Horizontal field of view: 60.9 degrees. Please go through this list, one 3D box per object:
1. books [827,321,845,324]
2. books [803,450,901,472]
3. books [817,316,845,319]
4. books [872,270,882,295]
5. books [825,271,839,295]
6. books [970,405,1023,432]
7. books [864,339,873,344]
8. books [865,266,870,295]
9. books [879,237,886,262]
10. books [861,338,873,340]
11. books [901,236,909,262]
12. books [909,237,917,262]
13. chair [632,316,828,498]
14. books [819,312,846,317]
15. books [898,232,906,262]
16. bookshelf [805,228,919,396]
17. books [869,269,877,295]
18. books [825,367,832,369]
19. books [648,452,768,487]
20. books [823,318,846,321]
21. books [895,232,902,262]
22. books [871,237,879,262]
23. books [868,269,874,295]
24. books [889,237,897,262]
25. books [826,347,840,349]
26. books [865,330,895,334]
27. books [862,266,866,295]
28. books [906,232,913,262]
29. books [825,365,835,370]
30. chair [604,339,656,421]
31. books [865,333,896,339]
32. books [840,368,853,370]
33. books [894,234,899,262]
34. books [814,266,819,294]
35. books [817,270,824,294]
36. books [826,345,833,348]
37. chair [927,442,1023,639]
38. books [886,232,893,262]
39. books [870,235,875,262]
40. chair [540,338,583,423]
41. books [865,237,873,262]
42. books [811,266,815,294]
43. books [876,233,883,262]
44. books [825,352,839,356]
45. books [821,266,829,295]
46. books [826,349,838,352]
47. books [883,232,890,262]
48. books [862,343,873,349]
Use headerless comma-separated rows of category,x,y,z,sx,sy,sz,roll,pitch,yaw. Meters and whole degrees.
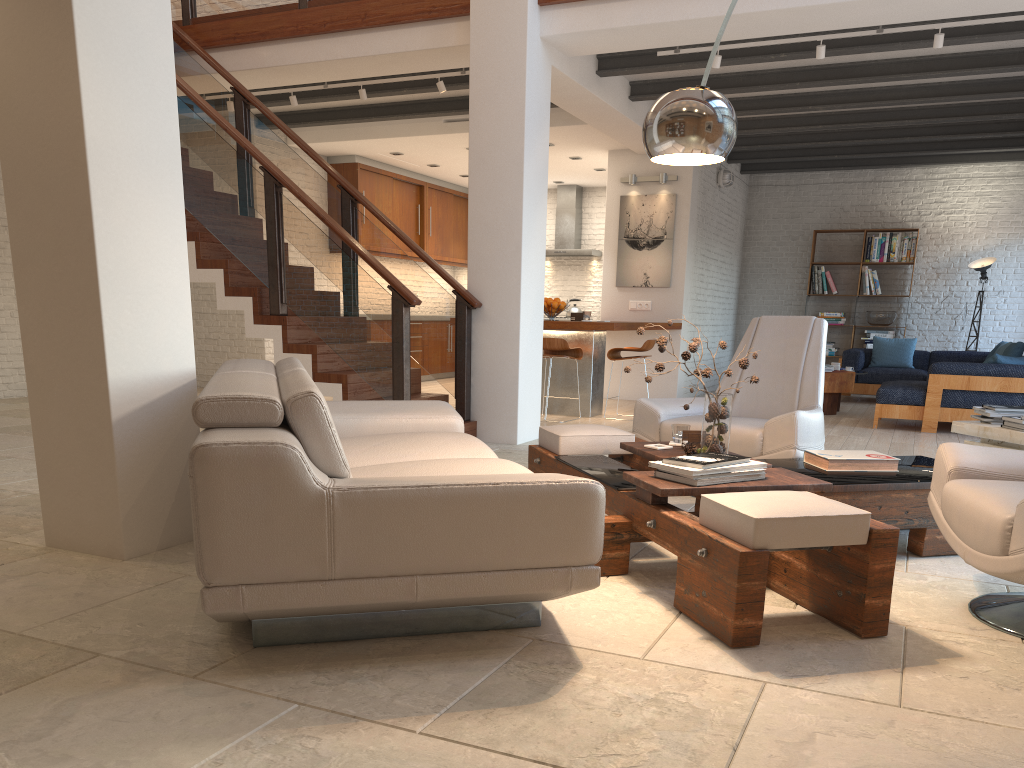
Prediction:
books,4.480,-0.870,12.274,0.378,0.038,0.238,3,5,19
books,1.511,0.342,3.895,0.326,0.058,0.247,1,5,-5
books,4.495,-0.936,12.266,0.353,0.021,0.265,3,5,23
books,4.992,-1.380,11.925,0.157,0.340,0.247,7,12,24
books,4.470,-1.409,12.181,0.193,0.330,0.247,7,12,24
books,2.506,0.170,4.181,0.388,0.082,0.552,2,5,9
books,5.054,-0.585,12.068,0.325,0.057,0.248,3,5,19
books,4.879,-1.412,11.964,0.102,0.397,0.237,8,13,24
books,5.028,-1.811,11.821,0.055,0.341,0.247,8,13,25
books,5.075,-0.623,12.063,0.441,0.021,0.265,3,5,24
books,5.278,-1.795,11.695,0.055,0.341,0.247,8,13,25
books,5.375,-1.791,11.676,0.055,0.341,0.247,8,13,25
chair,1.363,0.123,4.983,1.010,1.051,0.955,10,13,40
books,4.502,-0.974,12.251,0.324,0.057,0.249,4,6,26
books,5.239,-1.826,11.712,0.036,0.397,0.237,8,13,25
bookshelf,4.776,-0.977,12.105,1.307,2.279,0.353,6,15,23
books,4.954,-1.393,11.955,0.123,0.361,0.264,7,12,24
books,3.313,-0.182,9.516,0.252,0.011,0.308,1,5,-1
books,0.750,0.318,3.296,0.398,0.077,0.244,-2,6,-33
books,4.488,-0.905,12.255,0.378,0.038,0.238,3,5,18
books,5.211,-1.828,11.738,0.036,0.397,0.237,8,13,25
books,4.935,-1.815,11.842,0.055,0.341,0.247,8,13,25
books,4.931,-1.393,11.956,0.123,0.361,0.264,7,12,24
books,5.137,-1.803,11.747,0.055,0.341,0.247,8,13,25
books,4.445,-0.511,12.379,0.378,0.019,0.238,3,5,17
books,5.086,-0.718,12.049,0.377,0.038,0.238,3,5,24
books,4.854,-1.416,11.999,0.100,0.397,0.237,8,13,24
books,5.324,-1.821,11.674,0.036,0.397,0.237,8,13,25
books,3.336,-0.201,9.587,0.271,0.113,0.314,-3,7,-33
chair,1.182,-0.048,8.525,0.419,0.802,0.392,7,13,24
books,5.091,-0.667,12.064,0.378,0.067,0.238,3,6,18
books,3.962,-0.180,10.521,0.231,0.023,0.158,0,5,-17
books,5.178,-1.816,11.741,0.020,0.371,0.264,8,13,25
books,4.285,-1.453,12.242,0.090,0.398,0.237,8,13,24
books,4.339,-1.425,12.245,0.101,0.345,0.247,8,13,24
books,4.454,-0.539,12.394,0.204,0.035,0.129,4,6,24
chair,2.012,0.313,2.816,0.982,1.033,0.993,3,10,9
books,5.101,-1.834,11.772,0.036,0.397,0.237,8,13,25
books,4.908,-1.832,11.869,0.020,0.371,0.264,8,13,25
chair,0.405,-0.048,8.292,0.401,0.802,0.410,7,13,24
books,4.873,-1.820,11.889,0.055,0.341,0.247,8,13,25
books,4.248,-1.454,12.250,0.090,0.398,0.237,8,13,24
books,4.980,-1.841,11.820,0.036,0.397,0.237,8,13,25
books,4.449,-0.437,12.397,0.323,0.057,0.250,5,6,34
books,4.377,-1.444,12.189,0.120,0.395,0.237,8,13,24
books,4.435,-0.485,12.401,0.377,0.038,0.238,3,5,24
books,5.063,-1.835,11.777,0.036,0.397,0.237,8,13,25
books,5.082,-0.523,12.083,0.379,0.067,0.237,2,5,11
